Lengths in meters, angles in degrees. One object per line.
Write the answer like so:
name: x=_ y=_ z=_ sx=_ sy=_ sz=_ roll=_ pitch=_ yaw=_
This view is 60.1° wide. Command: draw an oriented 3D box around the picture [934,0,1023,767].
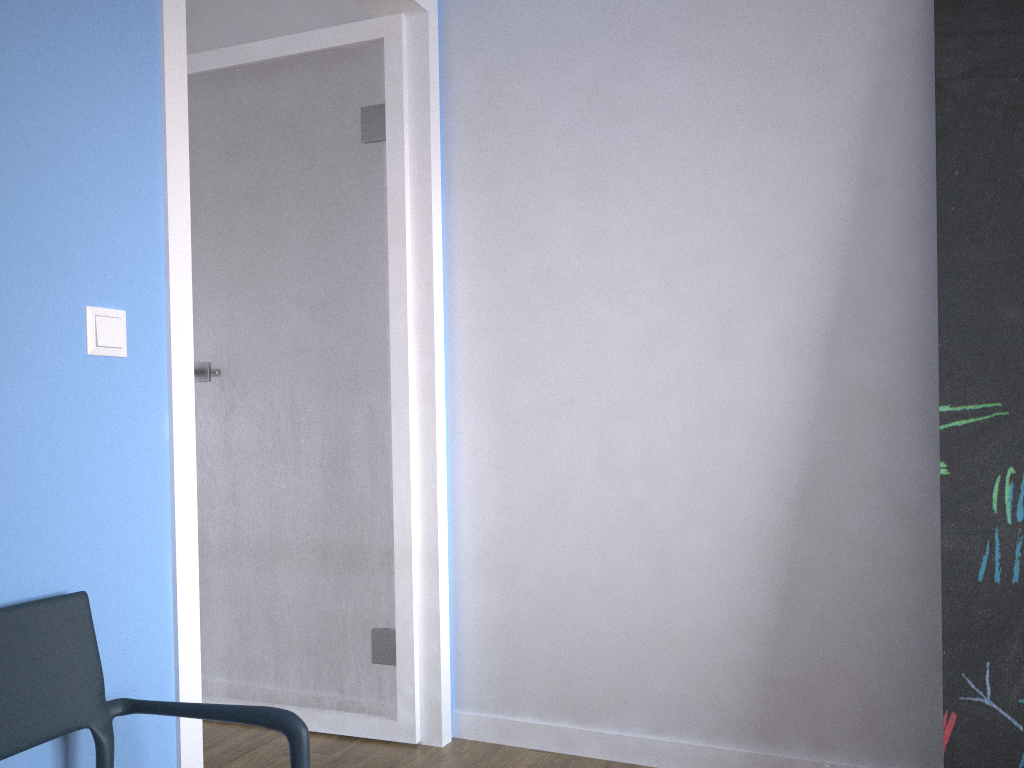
picture: x=1.372 y=-0.029 z=1.744 sx=0.958 sy=2.020 sz=0.207 roll=-1 pitch=1 yaw=24

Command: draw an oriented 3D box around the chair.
chair: x=-0.570 y=0.650 z=1.155 sx=0.416 sy=0.675 sz=0.512 roll=-1 pitch=0 yaw=21

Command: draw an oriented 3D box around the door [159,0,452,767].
door: x=-0.860 y=-0.029 z=2.278 sx=0.999 sy=2.130 sz=1.032 roll=-1 pitch=0 yaw=24
